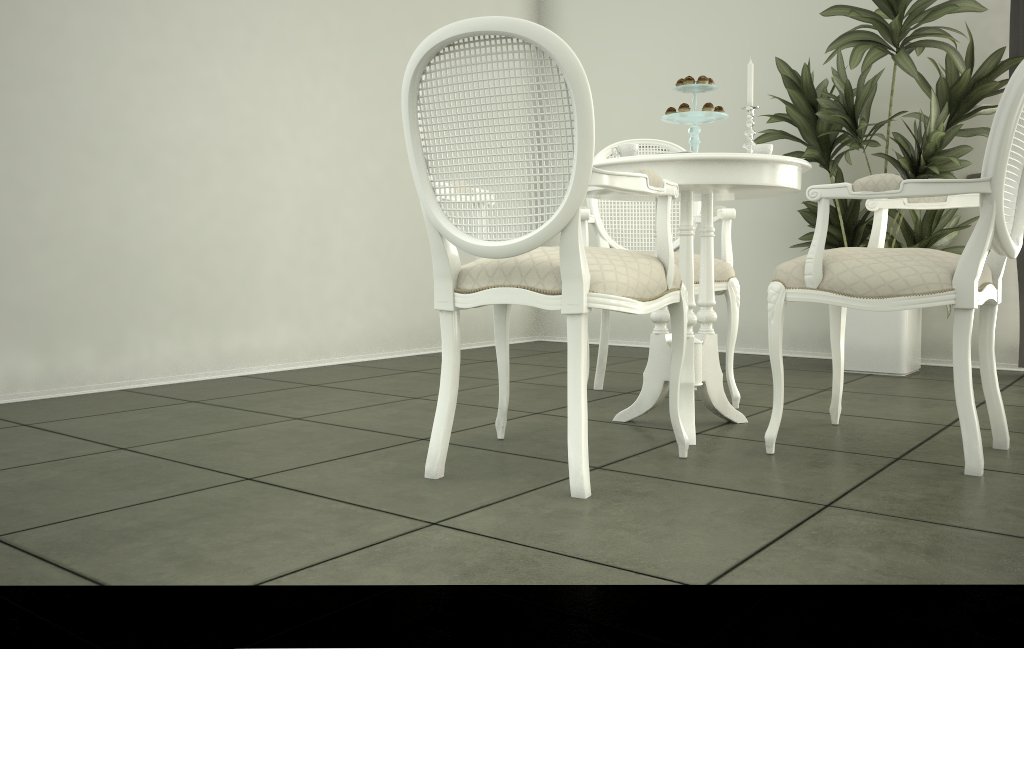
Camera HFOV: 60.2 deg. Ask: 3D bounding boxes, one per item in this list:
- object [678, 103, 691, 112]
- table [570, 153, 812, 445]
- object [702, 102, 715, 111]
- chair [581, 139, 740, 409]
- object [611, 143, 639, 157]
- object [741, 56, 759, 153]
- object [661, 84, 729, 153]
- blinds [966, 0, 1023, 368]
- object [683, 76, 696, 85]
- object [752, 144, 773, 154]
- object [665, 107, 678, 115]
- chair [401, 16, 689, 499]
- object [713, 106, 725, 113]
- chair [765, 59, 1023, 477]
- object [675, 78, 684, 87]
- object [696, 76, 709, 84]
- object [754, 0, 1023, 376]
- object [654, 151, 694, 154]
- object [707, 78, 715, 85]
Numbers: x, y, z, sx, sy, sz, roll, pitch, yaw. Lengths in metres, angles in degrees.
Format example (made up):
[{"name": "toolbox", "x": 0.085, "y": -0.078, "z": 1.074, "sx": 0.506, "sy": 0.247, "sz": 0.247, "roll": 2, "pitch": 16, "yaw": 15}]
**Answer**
[{"name": "object", "x": 0.531, "y": -0.850, "z": 2.724, "sx": 0.039, "sy": 0.032, "sz": 0.040, "roll": 0, "pitch": 6, "yaw": 3}, {"name": "table", "x": 0.555, "y": -0.270, "z": 2.797, "sx": 0.741, "sy": 0.826, "sz": 0.743, "roll": 3, "pitch": 6, "yaw": 34}, {"name": "object", "x": 0.604, "y": -0.849, "z": 2.715, "sx": 0.039, "sy": 0.032, "sz": 0.040, "roll": 0, "pitch": 6, "yaw": -2}, {"name": "chair", "x": 0.545, "y": -0.478, "z": 3.489, "sx": 0.595, "sy": 1.059, "sz": 0.694, "roll": 0, "pitch": 4, "yaw": 3}, {"name": "object", "x": 0.340, "y": -0.686, "z": 2.620, "sx": 0.078, "sy": 0.049, "sz": 0.062, "roll": -6, "pitch": 8, "yaw": -42}, {"name": "object", "x": 0.770, "y": -0.875, "z": 2.855, "sx": 0.088, "sy": 0.363, "sz": 0.088, "roll": 1, "pitch": 3, "yaw": 15}, {"name": "object", "x": 0.576, "y": -0.808, "z": 2.784, "sx": 0.211, "sy": 0.247, "sz": 0.212, "roll": -2, "pitch": 5, "yaw": -20}, {"name": "blinds", "x": 3.726, "y": -1.230, "z": 3.307, "sx": 3.669, "sy": 2.591, "sz": 0.662, "roll": 4, "pitch": 5, "yaw": 38}, {"name": "object", "x": 0.551, "y": -0.942, "z": 2.746, "sx": 0.039, "sy": 0.032, "sz": 0.040, "roll": -3, "pitch": 7, "yaw": -31}, {"name": "object", "x": 0.768, "y": -0.700, "z": 2.685, "sx": 0.078, "sy": 0.049, "sz": 0.063, "roll": -2, "pitch": 6, "yaw": -20}, {"name": "object", "x": 0.503, "y": -0.859, "z": 2.792, "sx": 0.039, "sy": 0.032, "sz": 0.040, "roll": 0, "pitch": 6, "yaw": -2}, {"name": "chair", "x": 0.075, "y": -0.308, "z": 2.233, "sx": 0.596, "sy": 1.059, "sz": 0.693, "roll": 2, "pitch": 4, "yaw": 28}, {"name": "object", "x": 0.649, "y": -0.857, "z": 2.773, "sx": 0.039, "sy": 0.032, "sz": 0.039, "roll": -3, "pitch": 7, "yaw": -31}, {"name": "chair", "x": 1.119, "y": -0.339, "z": 2.454, "sx": 0.691, "sy": 1.059, "sz": 0.597, "roll": 3, "pitch": 5, "yaw": 38}, {"name": "object", "x": 0.535, "y": -0.947, "z": 2.784, "sx": 0.039, "sy": 0.032, "sz": 0.040, "roll": -2, "pitch": 6, "yaw": -21}, {"name": "object", "x": 0.592, "y": -0.941, "z": 2.741, "sx": 0.039, "sy": 0.032, "sz": 0.039, "roll": 5, "pitch": 8, "yaw": 43}, {"name": "object", "x": 1.759, "y": -1.107, "z": 4.294, "sx": 1.041, "sy": 2.087, "sz": 1.166, "roll": -2, "pitch": 4, "yaw": -34}, {"name": "object", "x": 0.477, "y": -0.659, "z": 2.556, "sx": 0.119, "sy": 0.015, "sz": 0.119, "roll": 4, "pitch": 9, "yaw": 27}, {"name": "object", "x": 0.617, "y": -0.946, "z": 2.774, "sx": 0.039, "sy": 0.032, "sz": 0.040, "roll": -1, "pitch": 6, "yaw": -6}]
